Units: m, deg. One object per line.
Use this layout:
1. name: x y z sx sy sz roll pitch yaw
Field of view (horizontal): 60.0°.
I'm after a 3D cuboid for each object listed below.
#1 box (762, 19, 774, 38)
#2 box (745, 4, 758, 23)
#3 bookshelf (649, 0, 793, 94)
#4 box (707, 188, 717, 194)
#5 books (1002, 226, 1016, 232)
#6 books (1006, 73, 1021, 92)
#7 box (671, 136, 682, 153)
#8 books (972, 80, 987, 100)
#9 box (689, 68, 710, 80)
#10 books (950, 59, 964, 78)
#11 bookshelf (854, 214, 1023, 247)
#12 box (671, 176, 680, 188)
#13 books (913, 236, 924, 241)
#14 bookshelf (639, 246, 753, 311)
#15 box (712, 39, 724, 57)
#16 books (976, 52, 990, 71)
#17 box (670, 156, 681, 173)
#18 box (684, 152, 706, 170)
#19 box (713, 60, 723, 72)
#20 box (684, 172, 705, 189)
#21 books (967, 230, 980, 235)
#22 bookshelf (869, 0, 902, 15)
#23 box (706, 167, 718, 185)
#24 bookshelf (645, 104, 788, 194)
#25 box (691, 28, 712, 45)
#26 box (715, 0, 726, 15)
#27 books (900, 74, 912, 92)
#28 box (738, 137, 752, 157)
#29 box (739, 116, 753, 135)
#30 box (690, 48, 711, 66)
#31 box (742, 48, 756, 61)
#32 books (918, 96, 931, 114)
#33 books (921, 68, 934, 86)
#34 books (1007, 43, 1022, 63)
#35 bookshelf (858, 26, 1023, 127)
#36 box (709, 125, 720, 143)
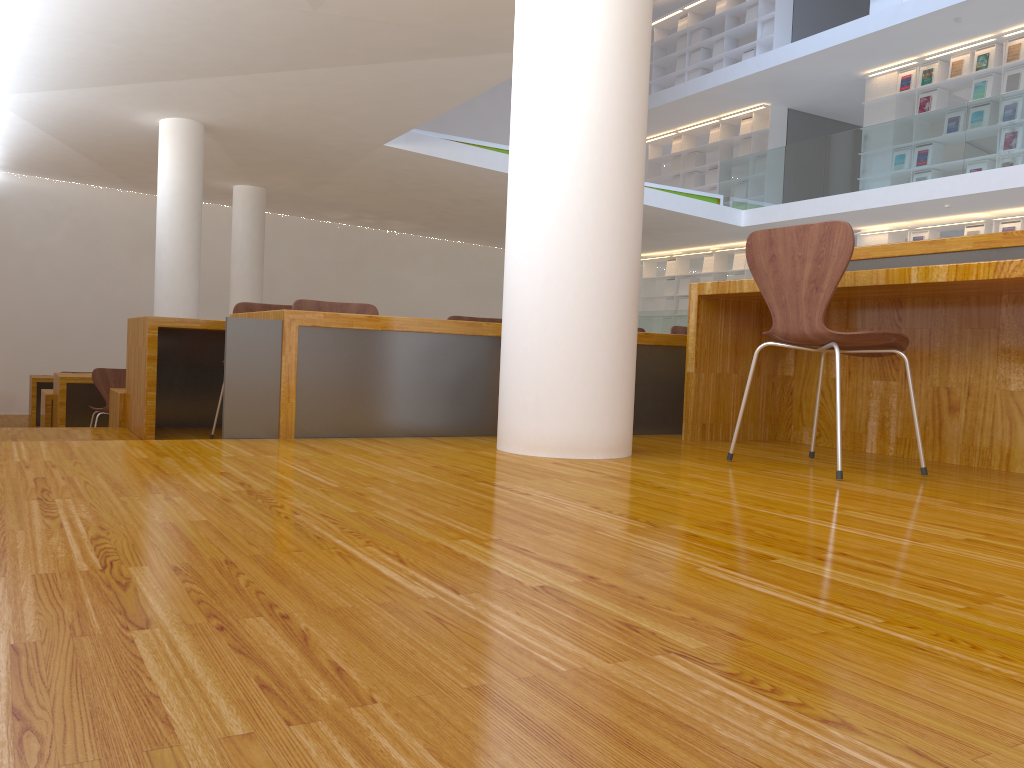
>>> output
1. box: 3.903 -5.269 13.241 0.274 0.296 0.245 1 2 -30
2. box: 3.729 -5.616 13.554 0.274 0.296 0.245 1 2 -30
3. bookshelf: 3.191 -5.319 14.329 0.498 1.836 2.984 1 2 -30
4. box: 3.272 -2.981 14.232 0.274 0.296 0.245 1 2 -30
5. books: 5.551 -1.653 9.927 0.037 0.210 0.145 1 2 -30
6. books: 5.601 -3.359 9.912 0.037 0.210 0.145 1 2 -30
7. box: 2.855 -4.009 14.989 0.274 0.296 0.245 1 2 -30
8. books: 5.405 -3.388 10.250 0.037 0.210 0.145 1 2 -30
9. box: 3.074 -5.021 14.655 0.274 0.296 0.245 1 2 -30
10. books: 5.270 -3.724 10.500 0.037 0.210 0.145 1 2 -30
11. bookshelf: 5.514 -1.018 10.172 0.498 1.836 3.666 1 2 -30
12. box: 2.832 -3.353 15.002 0.274 0.296 0.245 1 2 -30
13. books: 4.985 -1.708 10.901 0.037 0.210 0.145 1 2 -30
14. bookshelf: 3.018 -1.263 14.460 0.498 1.836 2.984 1 2 -30
15. box: 3.364 -5.322 14.168 0.274 0.296 0.245 1 2 -30
16. books: 5.428 -3.701 10.228 0.037 0.210 0.145 1 2 -30
17. box: 2.841 -3.682 15.000 0.274 0.296 0.245 1 2 -30
18. box: 3.023 -3.663 14.687 0.274 0.296 0.245 1 2 -30
19. box: 3.357 -4.993 14.167 0.274 0.296 0.245 1 2 -30
20. box: 3.009 -3.336 14.698 0.274 0.296 0.245 1 2 -30
21. books: 5.340 -1.672 10.290 0.037 0.210 0.145 1 2 -30
22. bookshelf: 5.686 -5.074 10.041 0.498 1.836 3.666 1 2 -30
23. box: 3.279 -3.310 14.233 0.274 0.296 0.245 1 2 -30
24. bookshelf: 3.105 -3.307 14.394 0.498 1.836 2.984 1 2 -30
25. box: 3.108 -5.676 14.622 0.274 0.296 0.245 1 2 -30
26. box: 3.401 -5.978 14.127 0.274 0.296 0.245 1 2 -30
27. books: 4.926 -3.755 11.093 0.037 0.210 0.145 1 2 -30
28. box: 3.643 -3.603 13.619 0.274 0.296 0.245 1 2 -30
29. box: 3.658 -3.931 13.607 0.274 0.296 0.245 1 2 -30
30. box: 3.094 -5.348 14.633 0.274 0.296 0.245 1 2 -30
31. box: 3.681 -4.961 13.609 0.274 0.296 0.245 1 2 -30
32. books: 5.053 -3.412 10.860 0.037 0.210 0.145 1 2 -30
33. books: 5.074 -3.739 10.832 0.037 0.210 0.145 1 2 -30
34. books: 5.612 -3.690 9.912 0.037 0.210 0.145 1 2 -30
35. bookshelf: 5.601 -3.062 10.106 0.498 1.836 3.666 1 2 -30
36. box: 3.316 -3.966 14.192 0.274 0.296 0.245 1 2 -30
